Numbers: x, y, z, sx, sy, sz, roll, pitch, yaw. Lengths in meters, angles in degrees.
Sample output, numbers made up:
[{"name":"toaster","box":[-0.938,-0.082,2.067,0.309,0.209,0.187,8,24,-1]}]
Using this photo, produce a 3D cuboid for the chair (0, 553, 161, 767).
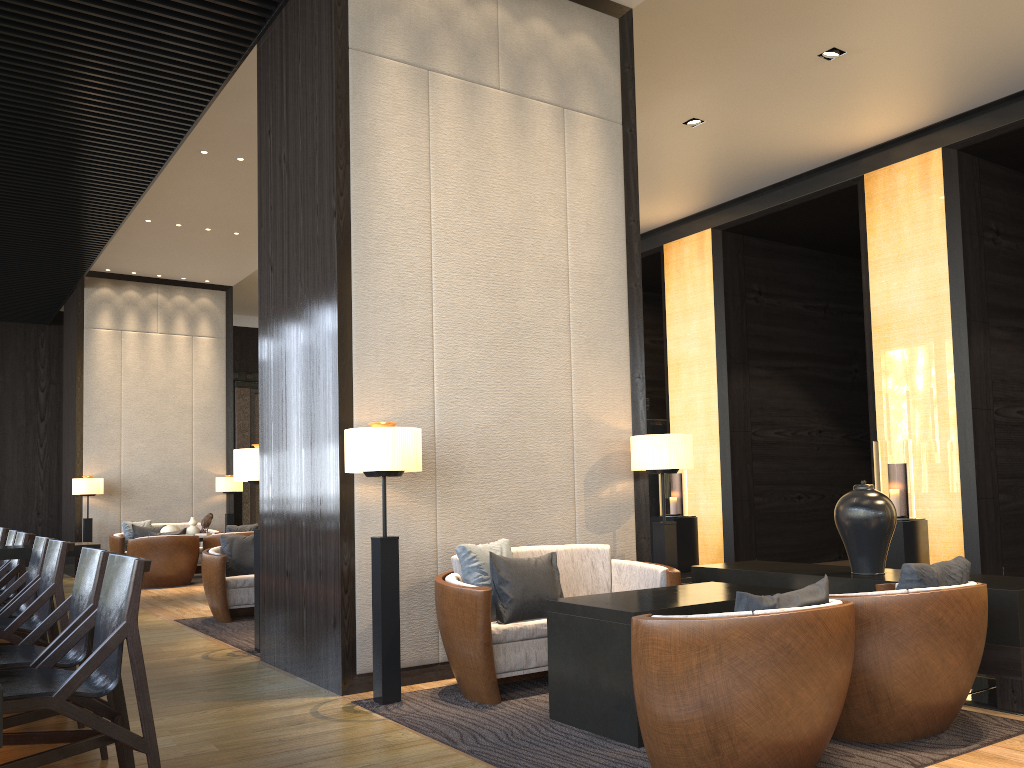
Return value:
[{"name":"chair","box":[-1.373,0.944,2.662,0.563,0.824,0.527,2,-6,-34]}]

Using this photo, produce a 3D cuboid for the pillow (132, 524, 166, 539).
[{"name":"pillow","box":[-4.862,2.046,11.860,0.472,0.359,0.220,3,-6,-37]}]

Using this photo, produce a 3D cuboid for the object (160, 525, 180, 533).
[{"name":"object","box":[-4.387,1.899,11.379,0.245,0.167,0.246,-3,-6,14]}]

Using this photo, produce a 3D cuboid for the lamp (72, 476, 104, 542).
[{"name":"lamp","box":[-5.612,1.896,11.709,0.375,1.345,0.376,-1,-4,-5]}]

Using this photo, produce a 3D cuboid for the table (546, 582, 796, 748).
[{"name":"table","box":[0.750,1.201,3.945,1.043,0.515,0.578,3,-7,-34]}]

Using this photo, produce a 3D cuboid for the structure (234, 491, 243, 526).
[{"name":"structure","box":[-4.310,2.171,13.647,0.240,1.213,0.241,1,-5,-34]}]

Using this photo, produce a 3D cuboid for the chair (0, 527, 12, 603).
[{"name":"chair","box":[-4.034,1.493,6.602,0.563,0.824,0.527,2,-6,-34]}]

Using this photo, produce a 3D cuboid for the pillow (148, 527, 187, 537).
[{"name":"pillow","box":[-4.004,1.845,10.295,0.442,0.337,0.206,2,-5,-27]}]

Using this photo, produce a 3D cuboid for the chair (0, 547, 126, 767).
[{"name":"chair","box":[-1.695,1.010,3.137,0.563,0.824,0.527,2,-6,-34]}]

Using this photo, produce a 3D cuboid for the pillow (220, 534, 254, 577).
[{"name":"pillow","box":[-2.312,1.474,7.645,0.399,0.361,0.223,2,-6,-33]}]

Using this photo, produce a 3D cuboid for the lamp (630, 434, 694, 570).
[{"name":"lamp","box":[0.926,0.972,5.355,0.375,1.314,0.376,-2,-4,10]}]

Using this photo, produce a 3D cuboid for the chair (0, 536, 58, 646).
[{"name":"chair","box":[-2.581,1.193,4.451,0.563,0.824,0.527,2,-6,-34]}]

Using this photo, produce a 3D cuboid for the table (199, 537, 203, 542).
[{"name":"table","box":[-4.265,2.237,11.371,1.043,0.515,0.578,3,-7,-34]}]

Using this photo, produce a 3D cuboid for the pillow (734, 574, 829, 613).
[{"name":"pillow","box":[0.924,0.827,2.999,0.442,0.337,0.206,2,-5,-27]}]

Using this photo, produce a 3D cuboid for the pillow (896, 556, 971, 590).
[{"name":"pillow","box":[1.635,0.866,3.480,0.399,0.361,0.223,2,-6,-33]}]

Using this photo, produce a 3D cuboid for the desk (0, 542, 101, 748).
[{"name":"desk","box":[-0.418,0.695,0.583,1.781,0.756,28.847,3,-8,-34]}]

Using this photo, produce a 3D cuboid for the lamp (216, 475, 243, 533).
[{"name":"lamp","box":[-4.068,1.988,12.750,0.375,1.345,0.376,-2,-4,13]}]

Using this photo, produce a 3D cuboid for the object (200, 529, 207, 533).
[{"name":"object","box":[-4.050,1.945,11.600,0.091,0.111,0.092,-3,-5,18]}]

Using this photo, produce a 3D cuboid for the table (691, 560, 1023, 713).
[{"name":"table","box":[1.879,1.271,4.756,0.620,0.511,1.968,2,-8,-34]}]

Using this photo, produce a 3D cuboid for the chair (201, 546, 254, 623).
[{"name":"chair","box":[-2.242,1.676,7.533,0.804,0.602,0.608,3,-7,-34]}]

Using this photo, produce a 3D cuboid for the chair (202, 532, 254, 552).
[{"name":"chair","box":[-3.353,2.113,10.861,0.804,0.602,0.608,3,-7,-34]}]

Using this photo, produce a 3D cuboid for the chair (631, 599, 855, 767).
[{"name":"chair","box":[0.865,1.053,3.086,0.804,0.602,0.608,3,-7,-34]}]

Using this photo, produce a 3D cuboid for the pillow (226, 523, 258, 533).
[{"name":"pillow","box":[-3.293,1.884,10.777,0.399,0.361,0.223,2,-6,-33]}]

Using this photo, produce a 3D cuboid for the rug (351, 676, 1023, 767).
[{"name":"rug","box":[0.689,1.460,3.937,2.043,0.008,2.250,3,-8,-34]}]

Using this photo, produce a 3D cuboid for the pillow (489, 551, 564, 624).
[{"name":"pillow","box":[0.066,1.029,4.564,0.472,0.359,0.220,3,-6,-37]}]

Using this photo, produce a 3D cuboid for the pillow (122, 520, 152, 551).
[{"name":"pillow","box":[-5.033,2.039,11.933,0.201,0.398,0.434,-4,-6,34]}]

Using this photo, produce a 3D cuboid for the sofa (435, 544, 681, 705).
[{"name":"sofa","box":[0.232,1.225,4.729,1.450,0.690,0.605,3,-7,-34]}]

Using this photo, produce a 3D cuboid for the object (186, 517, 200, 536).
[{"name":"object","box":[-4.157,1.866,11.538,0.174,0.256,0.175,0,-5,-14]}]

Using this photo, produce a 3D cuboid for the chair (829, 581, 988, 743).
[{"name":"chair","box":[1.575,1.095,3.564,0.804,0.602,0.608,3,-7,-34]}]

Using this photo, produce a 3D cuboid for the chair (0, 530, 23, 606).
[{"name":"chair","box":[-3.468,1.377,5.764,0.563,0.824,0.527,2,-6,-34]}]

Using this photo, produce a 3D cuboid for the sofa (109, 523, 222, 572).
[{"name":"sofa","box":[-4.696,2.243,12.025,1.450,0.690,0.605,3,-7,-34]}]

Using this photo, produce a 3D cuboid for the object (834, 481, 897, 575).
[{"name":"object","box":[1.886,0.762,4.719,0.312,0.491,0.312,-5,-6,37]}]

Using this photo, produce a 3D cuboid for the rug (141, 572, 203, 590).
[{"name":"rug","box":[-4.264,2.483,11.270,2.043,0.008,2.250,3,-8,-34]}]

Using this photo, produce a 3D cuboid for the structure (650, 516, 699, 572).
[{"name":"structure","box":[1.970,1.932,10.727,0.402,0.655,0.404,2,-6,-34]}]

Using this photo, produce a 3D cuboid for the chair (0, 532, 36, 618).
[{"name":"chair","box":[-3.147,1.310,5.288,0.563,0.824,0.527,2,-6,-34]}]

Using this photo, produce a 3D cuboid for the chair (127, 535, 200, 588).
[{"name":"chair","box":[-4.063,2.071,10.383,0.804,0.602,0.608,3,-7,-34]}]

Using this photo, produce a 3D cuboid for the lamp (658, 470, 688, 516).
[{"name":"lamp","box":[1.957,1.235,10.768,0.337,0.726,0.337,-4,-5,29]}]

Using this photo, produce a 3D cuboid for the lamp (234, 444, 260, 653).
[{"name":"lamp","box":[-1.628,1.074,5.811,0.375,1.345,0.376,-1,-4,-5]}]

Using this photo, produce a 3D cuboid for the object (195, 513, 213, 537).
[{"name":"object","box":[-3.978,1.831,11.492,0.174,0.308,0.230,-2,-5,12]}]

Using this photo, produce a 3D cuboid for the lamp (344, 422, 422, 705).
[{"name":"lamp","box":[-0.618,0.865,4.315,0.375,1.345,0.376,2,-5,-44]}]

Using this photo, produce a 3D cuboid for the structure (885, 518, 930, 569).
[{"name":"structure","box":[3.610,1.594,8.299,0.402,0.655,0.404,2,-6,-34]}]

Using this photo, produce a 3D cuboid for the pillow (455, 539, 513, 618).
[{"name":"pillow","box":[-0.105,1.021,4.637,0.201,0.398,0.434,-4,-6,34]}]

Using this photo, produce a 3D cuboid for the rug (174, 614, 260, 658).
[{"name":"rug","box":[-1.391,1.889,7.017,1.960,0.008,2.250,3,-8,-34]}]

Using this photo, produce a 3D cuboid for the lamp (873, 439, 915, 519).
[{"name":"lamp","box":[3.597,0.897,8.340,0.337,0.726,0.337,-4,-5,29]}]

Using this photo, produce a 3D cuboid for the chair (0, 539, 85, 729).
[{"name":"chair","box":[-2.260,1.127,3.975,0.563,0.824,0.527,2,-6,-34]}]

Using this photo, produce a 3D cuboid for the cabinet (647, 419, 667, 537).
[{"name":"cabinet","box":[1.663,1.497,12.239,0.548,1.915,1.192,1,-5,-34]}]
